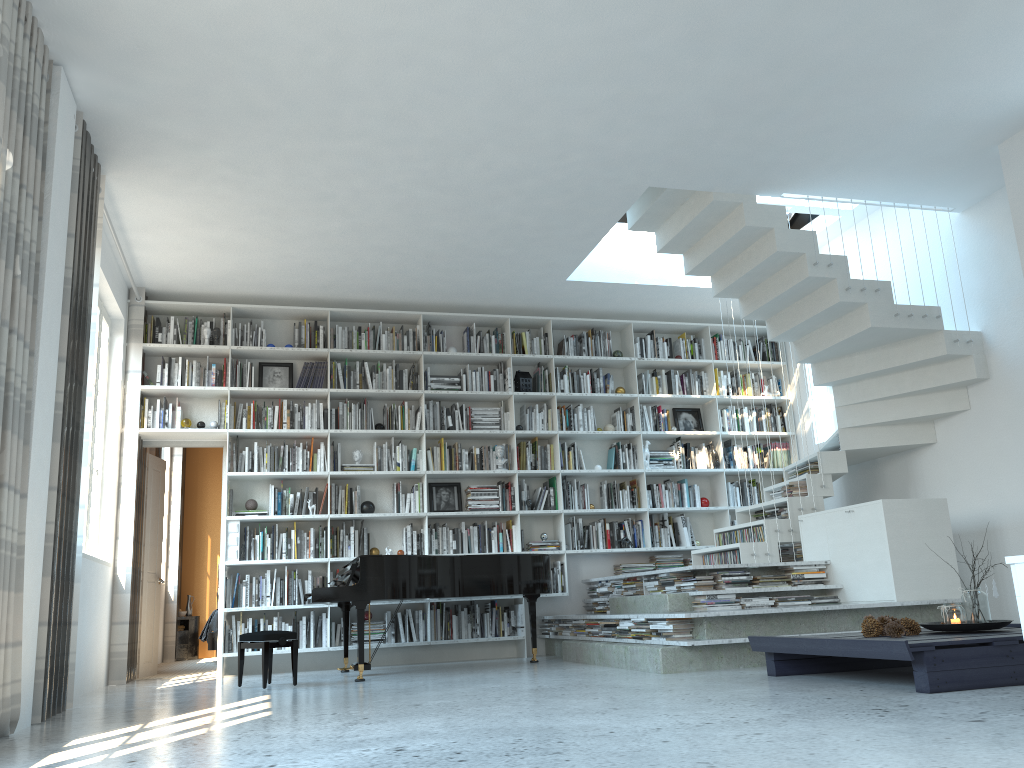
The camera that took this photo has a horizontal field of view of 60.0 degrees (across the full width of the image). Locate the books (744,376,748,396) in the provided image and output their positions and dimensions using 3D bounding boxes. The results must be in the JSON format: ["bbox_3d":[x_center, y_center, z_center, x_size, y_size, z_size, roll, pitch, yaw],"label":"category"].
[{"bbox_3d":[2.347,0.046,9.045,0.013,0.221,0.175,1,-14,-15],"label":"books"}]

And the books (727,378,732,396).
[{"bbox_3d":[2.160,0.054,8.982,0.024,0.193,0.190,1,-14,-15],"label":"books"}]

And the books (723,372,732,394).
[{"bbox_3d":[2.177,0.024,9.011,0.023,0.263,0.158,1,-14,-15],"label":"books"}]

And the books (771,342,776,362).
[{"bbox_3d":[2.714,-0.295,9.318,0.014,0.247,0.185,1,-14,-15],"label":"books"}]

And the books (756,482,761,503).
[{"bbox_3d":[2.438,1.121,8.892,0.012,0.253,0.161,1,-14,-15],"label":"books"}]

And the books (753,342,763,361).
[{"bbox_3d":[2.568,-0.296,9.284,0.068,0.246,0.161,1,-14,-15],"label":"books"}]

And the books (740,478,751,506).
[{"bbox_3d":[2.334,1.098,8.866,0.013,0.296,0.141,1,-14,-15],"label":"books"}]

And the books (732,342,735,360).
[{"bbox_3d":[2.261,-0.298,9.194,0.011,0.236,0.148,1,-14,-15],"label":"books"}]

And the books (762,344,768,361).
[{"bbox_3d":[2.612,-0.285,9.272,0.012,0.215,0.193,1,-14,-15],"label":"books"}]

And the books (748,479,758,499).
[{"bbox_3d":[2.407,1.103,8.876,0.011,0.284,0.161,1,-14,-15],"label":"books"}]

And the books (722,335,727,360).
[{"bbox_3d":[2.161,-0.335,9.171,0.012,0.305,0.185,1,-14,-15],"label":"books"}]

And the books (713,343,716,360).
[{"bbox_3d":[2.049,-0.293,9.145,0.025,0.222,0.137,1,-14,-15],"label":"books"}]

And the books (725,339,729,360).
[{"bbox_3d":[2.191,-0.317,9.185,0.027,0.275,0.148,1,-14,-15],"label":"books"}]

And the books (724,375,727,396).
[{"bbox_3d":[2.123,0.040,8.982,0.049,0.223,0.162,1,-14,-15],"label":"books"}]

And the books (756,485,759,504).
[{"bbox_3d":[2.418,1.128,8.881,0.014,0.237,0.146,1,-14,-15],"label":"books"}]

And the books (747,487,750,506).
[{"bbox_3d":[2.316,1.144,8.850,0.027,0.200,0.164,1,-14,-15],"label":"books"}]

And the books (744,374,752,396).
[{"bbox_3d":[2.367,0.042,9.076,0.042,0.241,0.248,1,-14,-15],"label":"books"}]

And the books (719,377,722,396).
[{"bbox_3d":[2.064,0.047,8.960,0.024,0.204,0.166,1,-14,-15],"label":"books"}]

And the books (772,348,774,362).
[{"bbox_3d":[2.692,-0.265,9.301,0.036,0.182,0.162,1,-14,-15],"label":"books"}]

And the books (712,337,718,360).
[{"bbox_3d":[2.070,-0.327,9.144,0.013,0.285,0.151,1,-14,-15],"label":"books"}]

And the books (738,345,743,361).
[{"bbox_3d":[2.342,-0.281,9.217,0.026,0.207,0.163,1,-14,-15],"label":"books"}]

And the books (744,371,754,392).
[{"bbox_3d":[2.442,0.032,9.159,0.010,0.294,0.165,1,-14,-15],"label":"books"}]

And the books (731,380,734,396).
[{"bbox_3d":[2.198,0.066,9.049,0.038,0.198,0.171,1,-14,-15],"label":"books"}]

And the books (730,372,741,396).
[{"bbox_3d":[2.264,0.028,9.021,0.023,0.253,0.190,1,-14,-15],"label":"books"}]

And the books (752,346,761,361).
[{"bbox_3d":[2.530,-0.275,9.250,0.024,0.192,0.187,1,-14,-15],"label":"books"}]

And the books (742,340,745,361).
[{"bbox_3d":[2.379,-0.307,9.237,0.015,0.262,0.143,1,-14,-15],"label":"books"}]

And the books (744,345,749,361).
[{"bbox_3d":[2.416,-0.282,9.237,0.057,0.211,0.163,1,-14,-15],"label":"books"}]

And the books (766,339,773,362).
[{"bbox_3d":[2.670,-0.319,9.293,0.014,0.286,0.190,1,-14,-15],"label":"books"}]

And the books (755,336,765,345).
[{"bbox_3d":[2.616,-0.326,9.308,0.014,0.312,0.162,1,-14,-15],"label":"books"}]

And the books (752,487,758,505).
[{"bbox_3d":[2.396,1.139,8.854,0.021,0.205,0.175,1,-14,-15],"label":"books"}]

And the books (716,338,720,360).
[{"bbox_3d":[2.086,-0.321,9.133,0.012,0.268,0.185,1,-14,-15],"label":"books"}]

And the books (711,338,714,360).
[{"bbox_3d":[2.028,-0.321,9.135,0.022,0.274,0.160,1,-14,-15],"label":"books"}]

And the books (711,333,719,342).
[{"bbox_3d":[2.111,-0.345,9.173,0.014,0.330,0.143,1,-14,-15],"label":"books"}]

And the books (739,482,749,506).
[{"bbox_3d":[2.283,1.113,8.818,0.027,0.248,0.184,1,-14,-15],"label":"books"}]

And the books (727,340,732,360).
[{"bbox_3d":[2.216,-0.309,9.185,0.022,0.258,0.163,1,-14,-15],"label":"books"}]

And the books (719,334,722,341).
[{"bbox_3d":[2.145,-0.341,9.184,0.012,0.325,0.151,1,-14,-15],"label":"books"}]

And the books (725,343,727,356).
[{"bbox_3d":[2.172,-0.310,9.176,0.014,0.259,0.168,1,-14,-15],"label":"books"}]

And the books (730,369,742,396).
[{"bbox_3d":[2.283,0.008,9.037,0.022,0.296,0.152,1,-14,-15],"label":"books"}]

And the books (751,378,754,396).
[{"bbox_3d":[2.430,0.066,9.139,0.023,0.220,0.172,1,-14,-15],"label":"books"}]

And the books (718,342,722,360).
[{"bbox_3d":[2.103,-0.301,9.136,0.022,0.228,0.175,1,-14,-15],"label":"books"}]

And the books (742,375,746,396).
[{"bbox_3d":[2.332,0.040,9.053,0.012,0.237,0.166,1,-14,-15],"label":"books"}]

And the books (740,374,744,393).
[{"bbox_3d":[2.316,0.038,9.049,0.022,0.241,0.145,1,-14,-15],"label":"books"}]

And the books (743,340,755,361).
[{"bbox_3d":[2.476,-0.310,9.272,0.069,0.276,0.132,1,-14,-15],"label":"books"}]

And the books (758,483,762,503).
[{"bbox_3d":[2.451,1.127,8.890,0.013,0.239,0.166,1,-14,-15],"label":"books"}]

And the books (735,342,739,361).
[{"bbox_3d":[2.304,-0.297,9.207,0.025,0.236,0.144,1,-14,-15],"label":"books"}]

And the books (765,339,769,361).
[{"bbox_3d":[2.649,-0.314,9.319,0.012,0.291,0.140,1,-14,-15],"label":"books"}]

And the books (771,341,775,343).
[{"bbox_3d":[2.745,-0.324,9.353,0.014,0.318,0.144,1,-14,-15],"label":"books"}]

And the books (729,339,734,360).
[{"bbox_3d":[2.240,-0.311,9.193,0.029,0.263,0.179,1,-14,-15],"label":"books"}]

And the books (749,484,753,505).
[{"bbox_3d":[2.350,1.129,8.856,0.014,0.230,0.172,1,-14,-15],"label":"books"}]

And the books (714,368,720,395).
[{"bbox_3d":[2.046,0.003,8.966,0.010,0.293,0.183,1,-14,-15],"label":"books"}]

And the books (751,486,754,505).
[{"bbox_3d":[2.365,1.128,8.878,0.027,0.241,0.132,1,-14,-15],"label":"books"}]

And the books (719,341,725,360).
[{"bbox_3d":[2.135,-0.305,9.154,0.023,0.243,0.183,1,-14,-15],"label":"books"}]

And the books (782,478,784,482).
[{"bbox_3d":[2.805,1.101,9.010,0.013,0.314,0.130,1,-14,-15],"label":"books"}]

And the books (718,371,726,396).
[{"bbox_3d":[2.089,0.017,8.966,0.026,0.262,0.189,1,-14,-15],"label":"books"}]

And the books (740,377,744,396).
[{"bbox_3d":[2.301,0.053,9.034,0.014,0.205,0.184,1,-14,-15],"label":"books"}]

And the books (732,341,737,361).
[{"bbox_3d":[2.276,-0.301,9.210,0.027,0.249,0.155,1,-14,-15],"label":"books"}]

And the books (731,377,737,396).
[{"bbox_3d":[2.237,0.052,9.028,0.025,0.211,0.135,1,-14,-15],"label":"books"}]

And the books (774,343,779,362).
[{"bbox_3d":[2.736,-0.293,9.310,0.025,0.236,0.188,1,-14,-15],"label":"books"}]

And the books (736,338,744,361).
[{"bbox_3d":[2.365,-0.316,9.240,0.012,0.284,0.160,1,-14,-15],"label":"books"}]

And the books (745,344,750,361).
[{"bbox_3d":[2.445,-0.290,9.261,0.010,0.235,0.132,1,-14,-15],"label":"books"}]
